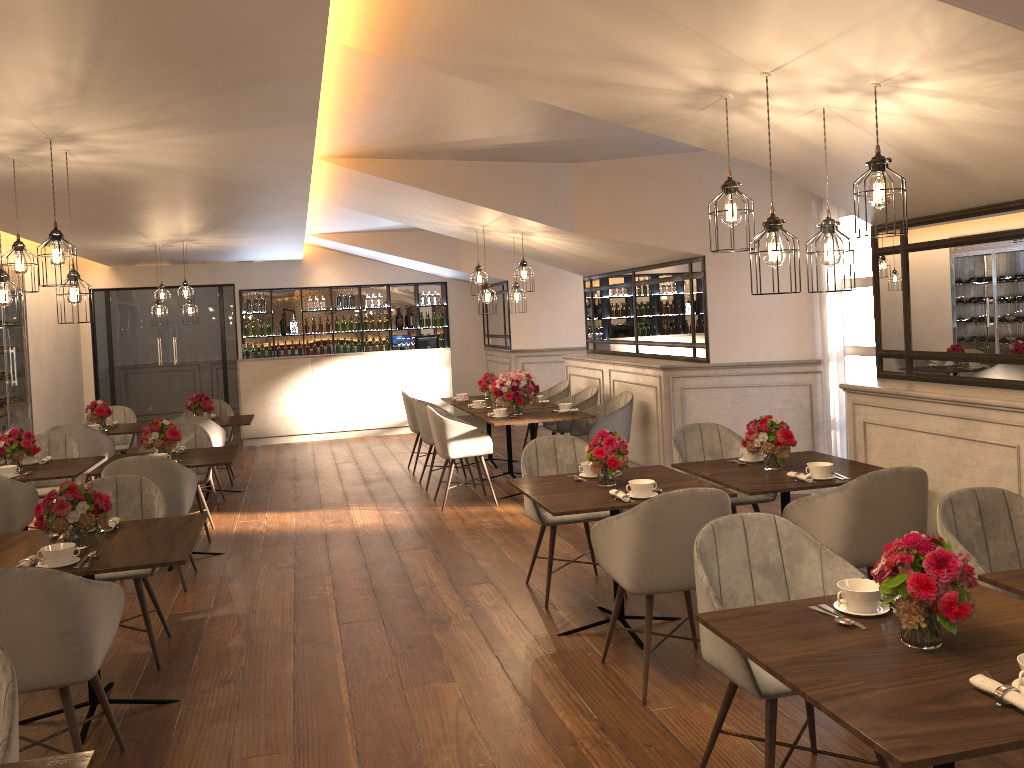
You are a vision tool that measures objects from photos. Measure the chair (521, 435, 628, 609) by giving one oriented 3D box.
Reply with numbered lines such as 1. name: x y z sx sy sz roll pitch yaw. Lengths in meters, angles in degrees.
1. chair: 0.330 0.759 5.116 0.565 0.871 0.527 -3 2 -14

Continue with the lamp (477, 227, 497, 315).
1. lamp: -0.283 -1.702 8.491 0.175 2.068 0.175 -3 1 -12

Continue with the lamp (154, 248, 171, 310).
1. lamp: -4.228 -1.926 10.584 0.175 2.068 0.175 -3 1 -12

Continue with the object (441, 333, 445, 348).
1. object: -1.148 -0.717 14.723 0.065 0.261 0.066 -4 1 -35

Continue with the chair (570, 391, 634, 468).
1. chair: 0.834 0.516 8.009 0.526 0.871 0.565 -3 2 -14

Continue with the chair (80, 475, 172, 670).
1. chair: -1.986 0.928 4.398 0.565 0.871 0.527 -3 2 -14

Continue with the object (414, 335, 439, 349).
1. object: -1.242 -0.555 13.067 0.409 0.328 0.130 -5 2 -36

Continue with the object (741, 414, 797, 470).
1. object: 1.383 0.300 4.723 0.235 0.301 0.305 -5 3 -38

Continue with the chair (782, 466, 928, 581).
1. chair: 1.607 0.776 4.060 0.565 0.871 0.527 -3 2 -14

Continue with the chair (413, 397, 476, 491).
1. chair: -0.674 0.547 8.589 0.526 0.871 0.565 -3 2 -14

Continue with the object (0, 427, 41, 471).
1. object: -3.376 0.437 6.008 0.305 0.301 0.235 -2 2 8

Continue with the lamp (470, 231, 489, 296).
1. lamp: -0.370 -1.915 8.807 0.175 2.068 0.175 -3 1 -12

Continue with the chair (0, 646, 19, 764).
1. chair: -1.396 1.081 1.991 0.565 0.871 0.527 -3 2 -14

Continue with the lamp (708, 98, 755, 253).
1. lamp: 0.878 -1.592 3.705 0.175 2.068 0.175 -3 1 -12

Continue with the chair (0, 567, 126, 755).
1. chair: -1.685 1.011 3.104 0.565 0.871 0.527 -3 2 -14

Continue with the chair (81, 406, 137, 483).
1. chair: -4.118 0.680 9.081 0.565 0.871 0.527 -3 2 -14

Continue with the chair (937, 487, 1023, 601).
1. chair: 1.813 0.839 3.086 0.565 0.871 0.527 -3 2 -14

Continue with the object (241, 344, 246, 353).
1. object: -3.724 -0.447 12.293 0.065 0.207 0.065 -3 1 -22

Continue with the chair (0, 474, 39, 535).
1. chair: -3.228 0.916 5.381 0.565 0.871 0.527 -3 2 -14

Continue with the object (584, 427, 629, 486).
1. object: 0.475 0.362 4.489 0.234 0.301 0.306 -3 3 6

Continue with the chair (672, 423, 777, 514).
1. chair: 1.261 0.696 5.343 0.565 0.871 0.527 -3 2 -14

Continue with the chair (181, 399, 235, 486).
1. chair: -3.188 0.617 9.309 0.565 0.871 0.527 -3 2 -14

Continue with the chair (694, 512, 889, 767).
1. chair: 0.883 0.903 2.858 0.565 0.871 0.527 -3 2 -14

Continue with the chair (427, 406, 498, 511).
1. chair: -0.450 0.605 7.677 0.526 0.871 0.565 -3 2 -14

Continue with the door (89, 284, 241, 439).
1. door: -5.332 -0.344 13.747 2.107 2.332 0.274 -3 1 -14

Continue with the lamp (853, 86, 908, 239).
1. lamp: 1.320 -1.581 3.267 0.175 2.068 0.175 -3 1 -12

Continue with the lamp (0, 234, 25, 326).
1. lamp: -2.795 -1.347 4.776 0.175 2.068 0.175 -3 1 -12

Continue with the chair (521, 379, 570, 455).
1. chair: 0.387 0.400 9.834 0.526 0.871 0.565 -3 2 -14

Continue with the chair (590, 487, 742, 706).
1. chair: 0.677 0.839 3.833 0.565 0.871 0.527 -3 2 -14

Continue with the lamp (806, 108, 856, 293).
1. lamp: 1.251 -1.408 3.589 0.175 2.068 0.175 -3 1 -12

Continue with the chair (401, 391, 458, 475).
1. chair: -0.897 0.489 9.501 0.526 0.871 0.565 -3 2 -14

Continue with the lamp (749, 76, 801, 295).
1. lamp: 0.966 -1.379 3.390 0.175 2.068 0.175 -3 1 -12

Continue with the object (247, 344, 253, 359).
1. object: -3.642 -0.453 12.318 0.065 0.207 0.145 -3 2 -22

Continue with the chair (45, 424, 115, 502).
1. chair: -3.817 0.763 7.788 0.565 0.871 0.527 -3 2 -14

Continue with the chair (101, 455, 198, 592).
1. chair: -2.298 0.852 5.609 0.565 0.871 0.527 -3 2 -14

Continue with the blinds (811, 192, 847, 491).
1. blinds: 2.690 -0.398 6.633 0.134 2.695 1.381 -3 2 -13

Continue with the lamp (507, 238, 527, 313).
1. lamp: 0.003 -1.731 8.691 0.175 2.068 0.175 -3 1 -12

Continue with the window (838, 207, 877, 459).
1. window: 3.360 -0.186 5.576 0.495 2.385 14.540 -3 4 -17

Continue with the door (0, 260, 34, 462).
1. door: -5.602 -0.142 9.836 0.134 2.466 1.859 -3 2 -14

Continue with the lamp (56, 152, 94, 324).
1. lamp: -2.510 -1.376 4.976 0.175 2.068 0.175 -3 1 -12

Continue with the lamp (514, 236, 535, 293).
1. lamp: 0.071 -1.904 8.368 0.175 2.068 0.175 -3 1 -12

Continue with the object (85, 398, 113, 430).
1. object: -3.926 0.281 8.437 0.235 0.301 0.305 -5 3 -38

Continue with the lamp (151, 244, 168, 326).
1. lamp: -4.140 -1.713 10.268 0.175 2.068 0.175 -3 1 -12

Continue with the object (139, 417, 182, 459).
1. object: -2.448 0.378 6.206 0.305 0.301 0.235 -2 2 19

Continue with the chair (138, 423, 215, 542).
1. chair: -2.599 0.770 6.902 0.565 0.871 0.527 -3 2 -14

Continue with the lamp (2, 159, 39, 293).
1. lamp: -2.883 -1.560 5.092 0.175 2.068 0.175 -3 1 -12

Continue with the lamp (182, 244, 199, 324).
1. lamp: -3.855 -1.742 10.468 0.175 2.068 0.175 -3 1 -12

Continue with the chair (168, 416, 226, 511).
1. chair: -2.887 0.700 8.015 0.565 0.871 0.527 -3 2 -14

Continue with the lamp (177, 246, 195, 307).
1. lamp: -3.786 -1.915 10.146 0.175 2.068 0.175 -3 1 -12

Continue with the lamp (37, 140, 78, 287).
1. lamp: -2.441 -1.549 4.654 0.175 2.068 0.175 -3 1 -12

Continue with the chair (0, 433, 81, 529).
1. chair: -3.529 0.833 6.675 0.565 0.871 0.527 -3 2 -14

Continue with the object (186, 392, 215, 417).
1. object: -3.061 0.223 8.656 0.305 0.301 0.235 -1 3 34

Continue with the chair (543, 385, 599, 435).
1. chair: 0.611 0.458 8.922 0.526 0.871 0.565 -3 2 -14
